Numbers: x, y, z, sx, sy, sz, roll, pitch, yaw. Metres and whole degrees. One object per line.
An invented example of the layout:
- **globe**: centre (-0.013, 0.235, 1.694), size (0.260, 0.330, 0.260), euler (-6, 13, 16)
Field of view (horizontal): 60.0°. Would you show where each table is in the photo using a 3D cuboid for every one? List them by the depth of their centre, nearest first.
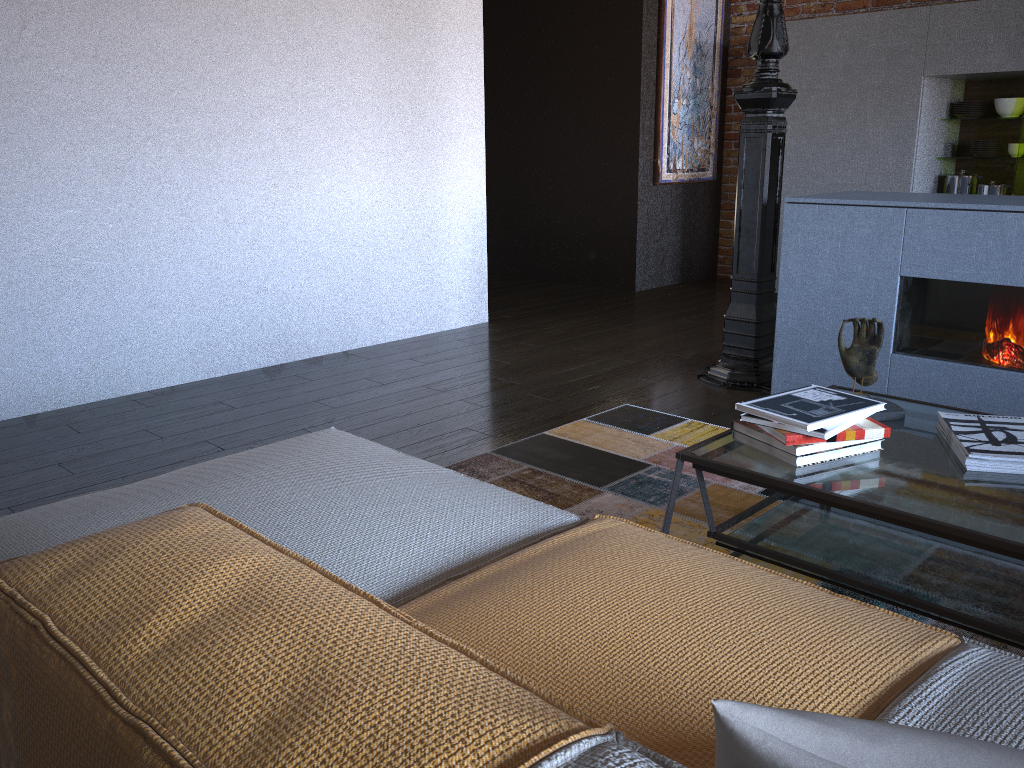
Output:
- **table**: centre (0.894, 0.329, 1.981), size (0.848, 0.389, 0.841), euler (14, 21, 43)

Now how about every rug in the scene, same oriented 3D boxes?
- **rug**: centre (0.825, 0.427, 2.426), size (2.362, 0.013, 1.430), euler (14, 21, 43)

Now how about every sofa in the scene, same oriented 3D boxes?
- **sofa**: centre (0.806, 0.381, 1.373), size (3.298, 0.699, 2.534), euler (14, 21, 42)

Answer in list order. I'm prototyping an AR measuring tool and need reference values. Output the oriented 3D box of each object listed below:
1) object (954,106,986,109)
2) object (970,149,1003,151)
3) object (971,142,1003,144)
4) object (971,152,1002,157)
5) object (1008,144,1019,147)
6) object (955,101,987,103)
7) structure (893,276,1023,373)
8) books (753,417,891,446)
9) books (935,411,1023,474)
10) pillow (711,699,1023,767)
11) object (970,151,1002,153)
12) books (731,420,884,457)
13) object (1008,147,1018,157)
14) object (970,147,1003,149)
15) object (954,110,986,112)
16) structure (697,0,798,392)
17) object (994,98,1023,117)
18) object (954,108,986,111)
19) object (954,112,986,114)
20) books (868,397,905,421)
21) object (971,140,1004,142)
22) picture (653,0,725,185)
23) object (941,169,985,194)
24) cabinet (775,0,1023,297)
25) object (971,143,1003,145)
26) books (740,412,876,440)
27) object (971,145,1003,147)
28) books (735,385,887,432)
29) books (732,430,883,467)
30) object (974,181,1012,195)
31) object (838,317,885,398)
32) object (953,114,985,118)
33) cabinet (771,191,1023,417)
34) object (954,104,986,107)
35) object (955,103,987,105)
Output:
- **object**: centre (2.855, -1.714, 5.532), size (0.180, 0.027, 0.180), euler (3, 16, 12)
- **object**: centre (2.948, -1.448, 5.515), size (0.180, 0.027, 0.180), euler (3, 16, 12)
- **object**: centre (2.947, -1.489, 5.503), size (0.180, 0.027, 0.180), euler (3, 16, 12)
- **object**: centre (2.948, -1.427, 5.520), size (0.180, 0.027, 0.180), euler (3, 16, 12)
- **object**: centre (3.075, -1.433, 5.400), size (0.100, 0.059, 0.099), euler (-10, 18, -30)
- **object**: centre (2.855, -1.745, 5.523), size (0.180, 0.027, 0.180), euler (3, 16, 12)
- **structure**: centre (1.886, -0.187, 3.178), size (0.943, 0.395, 0.332), euler (14, 21, 43)
- **books**: centre (0.664, 0.086, 1.941), size (0.239, 0.023, 0.190), euler (-4, 15, -11)
- **books**: centre (1.072, 0.127, 1.924), size (0.225, 0.038, 0.308), euler (3, 16, 14)
- **pillow**: centre (0.379, 0.348, 0.741), size (0.485, 0.314, 0.358), euler (-1, 15, -3)
- **object**: centre (2.948, -1.437, 5.518), size (0.180, 0.027, 0.180), euler (3, 16, 12)
- **books**: centre (0.654, 0.101, 1.967), size (0.251, 0.023, 0.208), euler (-8, 17, -25)
- **object**: centre (3.075, -1.414, 5.405), size (0.100, 0.059, 0.099), euler (-10, 18, -30)
- **object**: centre (2.948, -1.458, 5.512), size (0.180, 0.027, 0.180), euler (3, 16, 12)
- **object**: centre (2.856, -1.693, 5.537), size (0.180, 0.027, 0.180), euler (3, 16, 12)
- **structure**: centre (-0.615, -0.218, 0.304), size (0.481, 2.398, 8.502), euler (7, 17, 24)
- **object**: centre (3.027, -1.673, 5.379), size (0.191, 0.113, 0.191), euler (-12, 19, -36)
- **object**: centre (2.855, -1.704, 5.534), size (0.180, 0.027, 0.180), euler (3, 16, 12)
- **object**: centre (2.856, -1.683, 5.540), size (0.180, 0.027, 0.180), euler (3, 16, 12)
- **books**: centre (0.849, 0.061, 2.184), size (0.182, 0.029, 0.129), euler (-3, 15, -8)
- **object**: centre (2.947, -1.499, 5.500), size (0.180, 0.027, 0.180), euler (3, 16, 12)
- **picture**: centre (1.297, -2.222, 6.490), size (0.067, 1.472, 0.779), euler (14, 21, 43)
- **object**: centre (2.833, -1.259, 5.582), size (0.193, 0.178, 0.208), euler (-2, 15, -3)
- **cabinet**: centre (3.504, -1.186, 4.842), size (4.171, 1.811, 0.713), euler (14, 21, 43)
- **object**: centre (2.947, -1.479, 5.506), size (0.180, 0.027, 0.180), euler (3, 16, 12)
- **books**: centre (0.657, 0.064, 1.955), size (0.196, 0.014, 0.267), euler (13, 20, 41)
- **object**: centre (2.947, -1.468, 5.509), size (0.180, 0.027, 0.180), euler (3, 16, 12)
- **books**: centre (0.657, 0.049, 1.951), size (0.267, 0.014, 0.196), euler (-11, 18, -33)
- **books**: centre (0.656, 0.123, 1.974), size (0.247, 0.024, 0.208), euler (-8, 17, -25)
- **object**: centre (2.914, -1.173, 5.384), size (0.159, 0.117, 0.171), euler (-2, 15, -3)
- **object**: centre (0.897, -0.069, 2.289), size (0.099, 0.223, 0.093), euler (-2, 16, -6)
- **object**: centre (2.856, -1.673, 5.543), size (0.180, 0.027, 0.180), euler (3, 16, 12)
- **cabinet**: centre (2.366, -0.140, 2.877), size (2.958, 0.845, 0.606), euler (14, 21, 43)
- **object**: centre (2.855, -1.724, 5.529), size (0.180, 0.027, 0.180), euler (3, 16, 12)
- **object**: centre (2.855, -1.735, 5.526), size (0.180, 0.027, 0.180), euler (3, 16, 12)
